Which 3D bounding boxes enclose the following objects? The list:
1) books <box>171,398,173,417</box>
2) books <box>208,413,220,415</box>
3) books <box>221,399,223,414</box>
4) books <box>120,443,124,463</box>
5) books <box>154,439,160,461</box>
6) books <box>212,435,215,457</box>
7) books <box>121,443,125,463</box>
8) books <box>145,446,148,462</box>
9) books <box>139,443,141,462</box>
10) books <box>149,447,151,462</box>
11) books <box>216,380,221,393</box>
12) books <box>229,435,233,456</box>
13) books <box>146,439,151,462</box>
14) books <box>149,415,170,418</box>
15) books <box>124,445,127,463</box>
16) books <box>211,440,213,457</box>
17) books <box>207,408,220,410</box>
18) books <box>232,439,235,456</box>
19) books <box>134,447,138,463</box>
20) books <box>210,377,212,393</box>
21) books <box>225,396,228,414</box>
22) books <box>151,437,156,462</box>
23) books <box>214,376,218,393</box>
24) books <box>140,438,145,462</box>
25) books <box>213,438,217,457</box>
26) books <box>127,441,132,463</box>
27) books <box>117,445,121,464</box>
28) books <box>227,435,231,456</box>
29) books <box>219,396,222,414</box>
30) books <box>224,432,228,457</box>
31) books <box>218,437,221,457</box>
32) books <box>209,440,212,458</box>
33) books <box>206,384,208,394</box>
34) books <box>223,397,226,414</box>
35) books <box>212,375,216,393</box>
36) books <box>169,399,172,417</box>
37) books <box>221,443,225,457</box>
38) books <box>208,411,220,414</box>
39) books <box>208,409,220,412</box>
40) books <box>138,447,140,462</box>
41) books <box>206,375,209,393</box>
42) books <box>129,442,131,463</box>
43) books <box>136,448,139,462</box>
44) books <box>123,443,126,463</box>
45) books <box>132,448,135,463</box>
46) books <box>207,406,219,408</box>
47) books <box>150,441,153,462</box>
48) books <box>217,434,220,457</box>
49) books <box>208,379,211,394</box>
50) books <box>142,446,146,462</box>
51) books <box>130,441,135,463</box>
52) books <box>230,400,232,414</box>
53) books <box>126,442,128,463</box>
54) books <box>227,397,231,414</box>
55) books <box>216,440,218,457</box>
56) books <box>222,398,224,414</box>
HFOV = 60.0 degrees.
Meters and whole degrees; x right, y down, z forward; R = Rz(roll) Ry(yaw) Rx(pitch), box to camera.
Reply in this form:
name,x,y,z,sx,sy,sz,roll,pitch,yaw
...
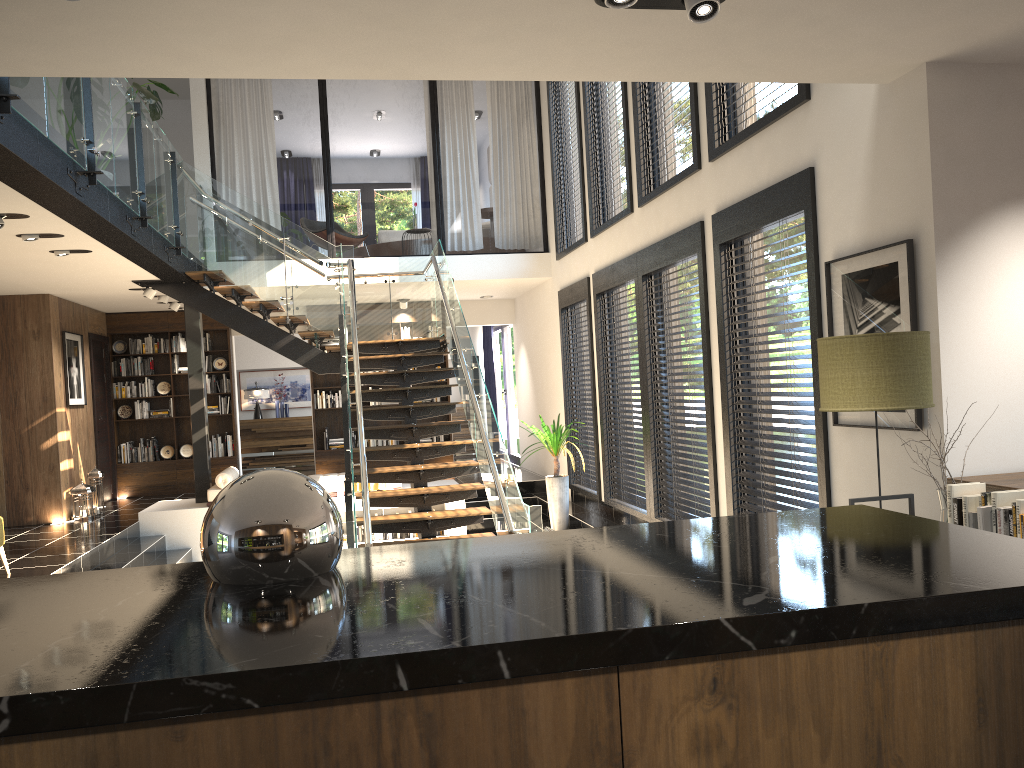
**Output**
name,x,y,z,sx,sy,sz,roll,pitch,yaw
books,-4.998,0.344,13.071,0.018,0.286,0.157,-3,1,-10
books,-4.488,0.449,13.201,0.245,0.021,0.159,-3,0,-8
books,-4.321,0.337,13.238,0.024,0.226,0.141,-3,0,-11
books,-5.701,1.013,12.997,0.032,0.288,0.180,-3,0,-10
books,-5.222,0.972,13.044,0.042,0.315,0.193,-3,0,-10
books,-4.427,0.926,13.181,0.012,0.322,0.177,-3,1,-10
books,-5.672,1.014,12.970,0.014,0.282,0.232,-3,0,-10
books,-5.355,1.027,13.040,0.036,0.222,0.173,-3,0,-10
books,-5.428,1.001,13.006,0.017,0.282,0.232,-3,0,-10
books,-5.305,1.031,13.049,0.033,0.208,0.192,-3,0,-10
books,-4.364,0.037,13.199,0.060,0.196,0.119,-3,0,-11
books,-4.182,0.920,13.228,0.029,0.306,0.149,-3,1,-10
books,-5.328,0.975,13.025,0.016,0.322,0.218,-3,0,-10
books,-5.184,0.481,13.062,0.262,0.032,0.154,-3,0,-8
books,-5.622,1.018,12.965,0.022,0.269,0.216,-3,0,-10
books,-4.448,0.958,13.202,0.025,0.260,0.114,-3,1,-10
books,-4.492,0.371,13.204,0.266,0.019,0.157,-3,0,-9
books,-4.154,0.948,13.244,0.029,0.247,0.139,-3,1,-10
books,-5.498,1.037,12.988,0.021,0.217,0.220,-3,0,-10
books,-4.461,0.021,13.178,0.030,0.239,0.146,-3,0,-11
books,-4.246,0.312,13.213,0.013,0.267,0.177,-3,0,-10
books,-5.249,0.954,13.016,0.019,0.356,0.235,-3,0,-10
books,-4.399,0.006,13.166,0.016,0.262,0.155,-3,0,-10
books,-5.410,0.970,12.991,0.016,0.341,0.217,-3,0,-10
books,-4.407,0.943,13.189,0.029,0.286,0.138,-3,1,-10
books,-5.589,0.998,12.970,0.015,0.306,0.222,-3,0,-10
books,-5.730,1.028,12.984,0.032,0.262,0.194,-3,0,-10
books,-4.215,0.918,13.229,0.035,0.315,0.168,-3,1,-10
books,-4.337,0.311,13.212,0.014,0.279,0.202,-3,0,-10
books,-4.264,0.901,13.216,0.065,0.354,0.164,-3,1,-11
books,-4.346,0.936,13.197,0.018,0.292,0.191,-3,0,-10
books,-4.476,0.962,13.183,0.037,0.256,0.145,-3,1,-10
books,-4.530,0.046,13.131,0.032,0.195,0.183,-3,0,-10
books,-4.280,0.319,13.255,0.038,0.257,0.138,-3,1,-10
books,-4.426,0.000,13.168,0.037,0.277,0.179,-3,0,-10
books,-5.027,0.358,13.091,0.032,0.262,0.157,-3,0,-10
books,-4.313,0.983,13.234,0.032,0.195,0.134,-3,0,-10
books,-4.487,0.424,13.190,0.271,0.028,0.174,-3,0,-15
books,-4.490,0.396,13.198,0.263,0.030,0.159,-3,0,-13
books,-5.450,1.032,13.014,0.026,0.222,0.209,-3,0,-10
books,-4.511,0.002,13.156,0.020,0.281,0.153,-3,1,-10
books,-5.579,0.999,13.006,0.018,0.302,0.195,-3,0,-11
books,-5.478,1.041,13.019,0.029,0.207,0.166,-3,0,-10
books,-5.654,1.013,12.991,0.030,0.282,0.170,-3,0,-10
books,-5.534,1.042,13.029,0.035,0.212,0.159,-3,0,-10
books,-4.495,0.346,13.212,0.239,0.031,0.146,-3,0,-10
books,-5.275,0.981,13.035,0.027,0.304,0.204,-3,0,-10
books,-4.364,0.917,13.193,0.016,0.332,0.195,-3,0,-10
books,-4.484,0.032,13.150,0.027,0.219,0.139,-3,0,-10
books,-5.389,1.028,13.034,0.034,0.223,0.209,-3,0,-10
books,-5.560,0.997,13.003,0.020,0.304,0.189,-3,0,-10
books,-4.185,0.341,13.250,0.021,0.204,0.169,-3,0,-10
books,-5.606,1.000,12.973,0.016,0.304,0.217,-3,0,-10
books,-4.215,0.317,13.214,0.047,0.253,0.210,-3,0,-11
books,-4.384,0.959,13.209,0.022,0.250,0.144,-3,1,-10
books,-4.297,0.325,13.209,0.014,0.247,0.192,-3,0,-10
